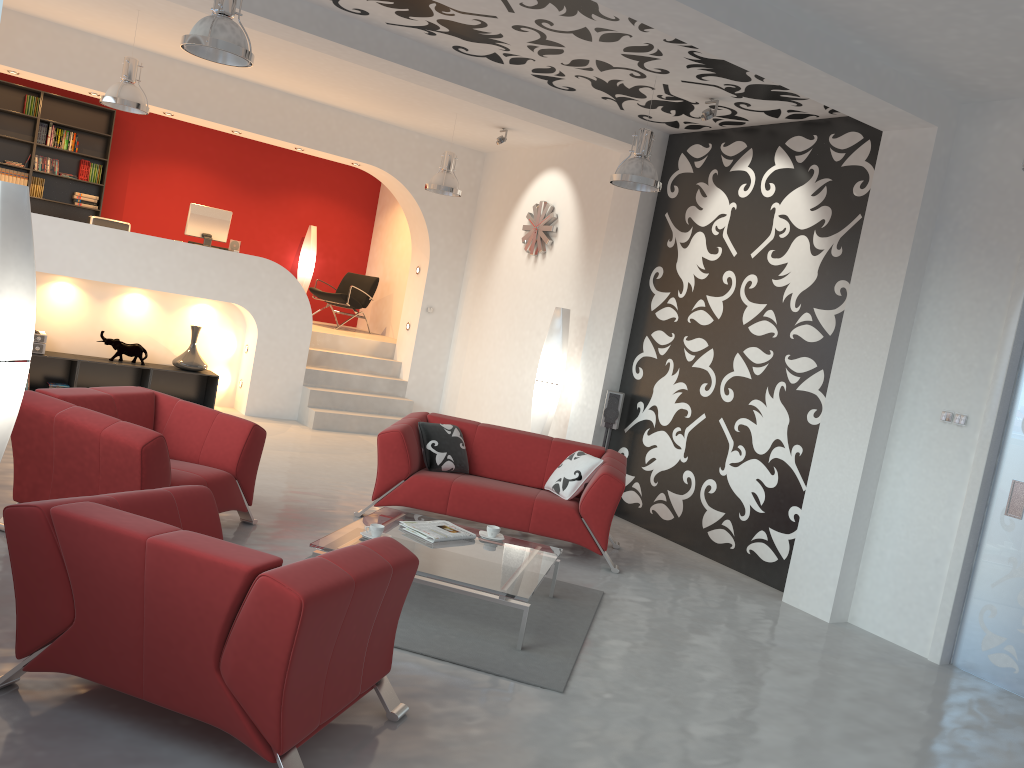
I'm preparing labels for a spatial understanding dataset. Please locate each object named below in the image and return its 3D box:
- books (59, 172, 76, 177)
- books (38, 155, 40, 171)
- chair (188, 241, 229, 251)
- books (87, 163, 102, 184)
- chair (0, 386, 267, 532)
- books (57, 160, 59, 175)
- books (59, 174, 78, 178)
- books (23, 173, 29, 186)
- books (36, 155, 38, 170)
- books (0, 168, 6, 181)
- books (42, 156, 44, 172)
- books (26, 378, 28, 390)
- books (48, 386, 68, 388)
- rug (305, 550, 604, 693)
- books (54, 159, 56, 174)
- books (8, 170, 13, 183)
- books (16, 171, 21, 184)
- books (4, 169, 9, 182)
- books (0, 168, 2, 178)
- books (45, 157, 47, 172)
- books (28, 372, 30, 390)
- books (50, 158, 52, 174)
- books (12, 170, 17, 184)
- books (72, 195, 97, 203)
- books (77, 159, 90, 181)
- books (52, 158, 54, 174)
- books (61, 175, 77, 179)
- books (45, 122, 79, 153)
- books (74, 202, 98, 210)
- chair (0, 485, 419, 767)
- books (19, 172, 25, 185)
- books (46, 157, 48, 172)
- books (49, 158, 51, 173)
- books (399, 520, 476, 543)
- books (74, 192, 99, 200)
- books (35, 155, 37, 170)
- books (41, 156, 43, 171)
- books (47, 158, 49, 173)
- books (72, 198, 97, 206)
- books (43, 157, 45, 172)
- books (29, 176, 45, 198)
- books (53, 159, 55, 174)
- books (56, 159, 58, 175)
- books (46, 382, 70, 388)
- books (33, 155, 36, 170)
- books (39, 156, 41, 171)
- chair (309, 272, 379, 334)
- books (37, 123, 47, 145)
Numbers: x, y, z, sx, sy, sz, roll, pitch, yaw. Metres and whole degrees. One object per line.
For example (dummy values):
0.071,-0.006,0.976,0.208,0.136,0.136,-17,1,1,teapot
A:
-5.523,-2.600,11.025,0.190,0.015,0.135,8,5,-28,books
-5.788,-2.694,10.837,0.031,0.190,0.135,8,5,-33,books
-3.890,-1.370,11.185,0.664,0.795,0.768,10,5,-13,chair
-5.267,-2.648,11.169,0.146,0.240,0.170,8,5,-33,books
-2.170,0.471,5.203,0.951,0.738,1.288,12,5,16,chair
-5.615,-2.670,10.953,0.031,0.190,0.135,8,5,-33,books
-5.518,-2.584,11.032,0.190,0.015,0.135,8,5,-33,books
-5.923,-2.428,10.780,0.040,0.260,0.200,8,5,-33,books
-5.801,-2.695,10.829,0.031,0.190,0.135,8,5,-33,books
-6.124,-2.455,10.646,0.040,0.260,0.200,8,5,-33,books
-5.751,-2.689,10.862,0.031,0.190,0.135,8,5,-33,books
-4.778,-0.027,8.727,0.031,0.190,0.135,8,5,-33,books
-4.561,0.026,8.927,0.190,0.015,0.135,8,5,-33,books
-0.409,1.189,4.980,1.700,0.025,1.700,11,4,11,rug
-5.639,-2.674,10.936,0.031,0.190,0.135,8,5,-33,books
-6.057,-2.446,10.690,0.040,0.260,0.200,8,5,-33,books
-5.990,-2.437,10.735,0.040,0.260,0.200,8,5,-33,books
-6.091,-2.450,10.668,0.040,0.260,0.200,8,5,-33,books
-6.158,-2.459,10.624,0.040,0.260,0.200,8,5,-33,books
-5.726,-2.685,10.878,0.031,0.190,0.135,8,5,-33,books
-4.766,-0.025,8.735,0.031,0.190,0.135,8,5,-33,books
-5.677,-2.679,10.911,0.031,0.190,0.135,8,5,-33,books
-6.024,-2.441,10.713,0.040,0.260,0.200,8,5,-33,books
-5.365,-2.321,11.137,0.260,0.040,0.200,8,5,-34,books
-5.366,-2.669,11.102,0.090,0.256,0.181,8,5,-33,books
-5.664,-2.677,10.920,0.031,0.190,0.135,8,5,-33,books
-5.525,-2.570,11.029,0.190,0.015,0.135,7,6,-38,books
-5.521,-3.021,10.906,0.341,0.286,0.231,8,5,-33,books
-5.364,-2.240,11.159,0.260,0.040,0.200,8,5,-32,books
-1.074,0.828,3.256,1.288,0.738,0.951,12,5,16,chair
-5.956,-2.432,10.758,0.040,0.260,0.200,8,5,-33,books
-5.714,-2.684,10.887,0.031,0.190,0.135,8,5,-33,books
-5.689,-2.680,10.903,0.031,0.190,0.135,8,5,-33,books
-0.434,0.857,5.182,0.367,0.035,0.345,6,6,-43,books
-5.345,-2.357,11.132,0.260,0.040,0.200,8,5,-33,books
-5.813,-2.697,10.821,0.031,0.190,0.135,8,5,-33,books
-5.764,-2.690,10.854,0.031,0.190,0.135,8,5,-33,books
-5.701,-2.682,10.895,0.031,0.190,0.135,8,5,-33,books
-5.370,-2.281,11.143,0.260,0.040,0.200,8,5,-33,books
-5.739,-2.687,10.870,0.031,0.190,0.135,8,5,-33,books
-5.826,-2.406,10.859,0.146,0.240,0.170,8,5,-33,books
-5.652,-2.675,10.928,0.031,0.190,0.135,8,5,-33,books
-5.627,-2.672,10.944,0.031,0.190,0.135,8,5,-33,books
-4.570,0.009,8.926,0.190,0.015,0.135,7,6,-38,books
-5.826,-2.699,10.812,0.031,0.190,0.135,8,5,-33,books
-5.776,-2.692,10.845,0.031,0.190,0.135,8,5,-33,books
-2.357,-1.168,12.274,0.664,0.795,0.768,13,5,31,chair
-5.732,-3.037,10.796,0.090,0.256,0.181,8,5,-33,books
